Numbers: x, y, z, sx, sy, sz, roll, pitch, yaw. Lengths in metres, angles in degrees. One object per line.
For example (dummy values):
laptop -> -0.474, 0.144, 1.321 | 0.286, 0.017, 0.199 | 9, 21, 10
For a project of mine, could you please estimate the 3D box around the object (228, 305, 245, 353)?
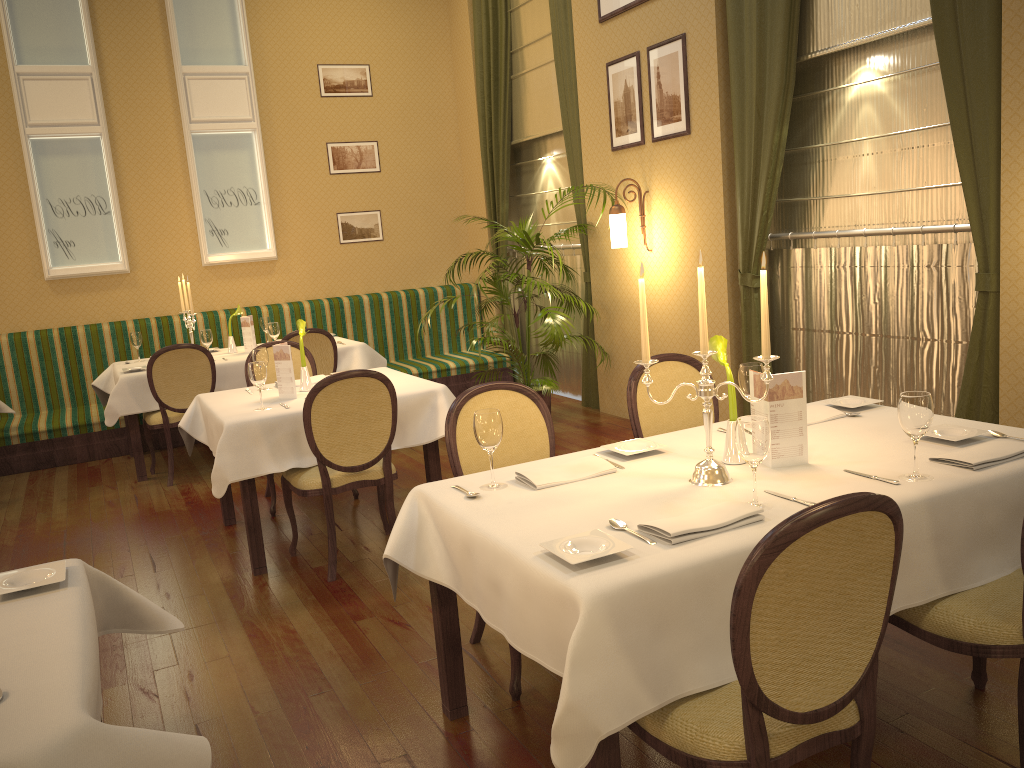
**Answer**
object -> -2.154, -0.434, 6.898 | 0.163, 0.375, 0.076 | -13, 12, -38

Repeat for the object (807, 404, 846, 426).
object -> 1.013, 0.116, 3.102 | 0.273, 0.033, 0.142 | -9, 11, -25

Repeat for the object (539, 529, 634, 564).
object -> 0.167, 0.377, 2.010 | 0.160, 0.024, 0.160 | -9, 11, -25

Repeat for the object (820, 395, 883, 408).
object -> 1.240, 0.075, 3.243 | 0.160, 0.024, 0.160 | -9, 11, -25

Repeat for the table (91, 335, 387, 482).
table -> -2.048, 0.130, 6.896 | 2.152, 0.759, 1.385 | -9, 11, -25

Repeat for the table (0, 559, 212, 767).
table -> -1.619, 1.005, 1.538 | 2.152, 0.759, 1.385 | -9, 11, -25

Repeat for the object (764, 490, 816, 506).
object -> 0.712, 0.291, 2.278 | 0.017, 0.010, 0.185 | -9, 11, -25

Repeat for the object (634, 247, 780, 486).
object -> 0.533, -0.046, 2.445 | 0.390, 0.655, 0.131 | 1, 11, 30

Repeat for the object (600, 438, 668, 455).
object -> 0.394, 0.212, 2.864 | 0.160, 0.024, 0.160 | -9, 11, -25

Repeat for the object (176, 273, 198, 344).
object -> -2.443, -0.514, 6.699 | 0.131, 0.655, 0.390 | -8, 10, -19

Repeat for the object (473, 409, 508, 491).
object -> -0.064, 0.192, 2.599 | 0.088, 0.229, 0.088 | -1, 10, 22

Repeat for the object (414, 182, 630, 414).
object -> 0.140, -0.546, 6.681 | 1.496, 1.807, 1.552 | 5, 14, 45

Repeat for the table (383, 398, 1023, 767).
table -> 0.773, 0.607, 2.665 | 2.152, 0.759, 1.385 | -9, 11, -25

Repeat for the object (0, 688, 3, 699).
object -> -0.893, 0.558, 1.507 | 0.038, 0.015, 0.181 | -9, 11, -24

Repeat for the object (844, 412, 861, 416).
object -> 1.169, 0.099, 3.160 | 0.038, 0.015, 0.181 | -9, 11, -24

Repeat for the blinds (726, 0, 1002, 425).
blinds -> 1.698, -1.717, 4.552 | 0.129, 4.537, 1.878 | -9, 11, -25

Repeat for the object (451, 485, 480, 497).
object -> -0.136, 0.310, 2.585 | 0.038, 0.015, 0.181 | -9, 11, -24

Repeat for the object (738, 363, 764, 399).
object -> 0.816, 0.046, 3.009 | 0.088, 0.229, 0.088 | -1, 10, 22

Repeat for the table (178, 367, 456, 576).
table -> -0.989, 0.406, 4.740 | 1.395, 0.759, 1.389 | -9, 11, -23

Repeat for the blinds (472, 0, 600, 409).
blinds -> 0.167, -2.118, 7.682 | 0.225, 4.537, 1.934 | -10, 11, -26

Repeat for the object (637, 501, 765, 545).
object -> 0.455, 0.328, 2.139 | 0.273, 0.033, 0.142 | -9, 11, -25

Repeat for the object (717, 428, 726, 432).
object -> 0.754, 0.167, 2.984 | 0.017, 0.010, 0.185 | -9, 11, -24

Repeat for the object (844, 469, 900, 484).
object -> 0.968, 0.248, 2.398 | 0.017, 0.010, 0.185 | -9, 11, -25

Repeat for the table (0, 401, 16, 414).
table -> -4.462, 0.532, 5.757 | 2.152, 0.759, 1.385 | -9, 11, -25

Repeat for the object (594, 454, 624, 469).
object -> 0.302, 0.242, 2.772 | 0.017, 0.010, 0.185 | -9, 11, -24

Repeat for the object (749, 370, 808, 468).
object -> 0.760, 0.102, 2.574 | 0.166, 0.277, 0.081 | 2, 12, 36

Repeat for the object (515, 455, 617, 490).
object -> 0.161, 0.264, 2.660 | 0.273, 0.033, 0.142 | -9, 11, -25

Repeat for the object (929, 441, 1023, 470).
object -> 1.327, 0.196, 2.494 | 0.273, 0.024, 0.142 | -9, 11, -25

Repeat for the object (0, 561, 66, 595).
object -> -1.151, 0.473, 2.115 | 0.160, 0.024, 0.160 | -9, 11, -25

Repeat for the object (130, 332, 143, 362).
object -> -2.884, -0.285, 6.829 | 0.088, 0.229, 0.088 | -1, 10, 22

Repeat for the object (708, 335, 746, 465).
object -> 0.650, 0.043, 2.673 | 0.076, 0.375, 0.163 | -6, 10, -3

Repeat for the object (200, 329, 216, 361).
object -> -2.214, -0.279, 6.453 | 0.088, 0.229, 0.088 | -1, 10, 22

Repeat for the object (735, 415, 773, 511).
object -> 0.606, 0.198, 2.223 | 0.088, 0.229, 0.088 | -1, 10, 22

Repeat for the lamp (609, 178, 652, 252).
lamp -> 0.807, -1.162, 6.141 | 0.323, 0.513, 0.114 | -12, 12, -36

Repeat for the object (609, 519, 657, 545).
object -> 0.285, 0.352, 2.119 | 0.038, 0.015, 0.181 | -9, 11, -24

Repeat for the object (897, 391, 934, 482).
object -> 1.067, 0.138, 2.344 | 0.088, 0.229, 0.088 | -1, 10, 22

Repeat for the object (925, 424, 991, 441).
object -> 1.338, 0.157, 2.707 | 0.160, 0.024, 0.160 | -9, 11, -25

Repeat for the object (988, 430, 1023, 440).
object -> 1.499, 0.160, 2.635 | 0.038, 0.015, 0.181 | -9, 11, -24
